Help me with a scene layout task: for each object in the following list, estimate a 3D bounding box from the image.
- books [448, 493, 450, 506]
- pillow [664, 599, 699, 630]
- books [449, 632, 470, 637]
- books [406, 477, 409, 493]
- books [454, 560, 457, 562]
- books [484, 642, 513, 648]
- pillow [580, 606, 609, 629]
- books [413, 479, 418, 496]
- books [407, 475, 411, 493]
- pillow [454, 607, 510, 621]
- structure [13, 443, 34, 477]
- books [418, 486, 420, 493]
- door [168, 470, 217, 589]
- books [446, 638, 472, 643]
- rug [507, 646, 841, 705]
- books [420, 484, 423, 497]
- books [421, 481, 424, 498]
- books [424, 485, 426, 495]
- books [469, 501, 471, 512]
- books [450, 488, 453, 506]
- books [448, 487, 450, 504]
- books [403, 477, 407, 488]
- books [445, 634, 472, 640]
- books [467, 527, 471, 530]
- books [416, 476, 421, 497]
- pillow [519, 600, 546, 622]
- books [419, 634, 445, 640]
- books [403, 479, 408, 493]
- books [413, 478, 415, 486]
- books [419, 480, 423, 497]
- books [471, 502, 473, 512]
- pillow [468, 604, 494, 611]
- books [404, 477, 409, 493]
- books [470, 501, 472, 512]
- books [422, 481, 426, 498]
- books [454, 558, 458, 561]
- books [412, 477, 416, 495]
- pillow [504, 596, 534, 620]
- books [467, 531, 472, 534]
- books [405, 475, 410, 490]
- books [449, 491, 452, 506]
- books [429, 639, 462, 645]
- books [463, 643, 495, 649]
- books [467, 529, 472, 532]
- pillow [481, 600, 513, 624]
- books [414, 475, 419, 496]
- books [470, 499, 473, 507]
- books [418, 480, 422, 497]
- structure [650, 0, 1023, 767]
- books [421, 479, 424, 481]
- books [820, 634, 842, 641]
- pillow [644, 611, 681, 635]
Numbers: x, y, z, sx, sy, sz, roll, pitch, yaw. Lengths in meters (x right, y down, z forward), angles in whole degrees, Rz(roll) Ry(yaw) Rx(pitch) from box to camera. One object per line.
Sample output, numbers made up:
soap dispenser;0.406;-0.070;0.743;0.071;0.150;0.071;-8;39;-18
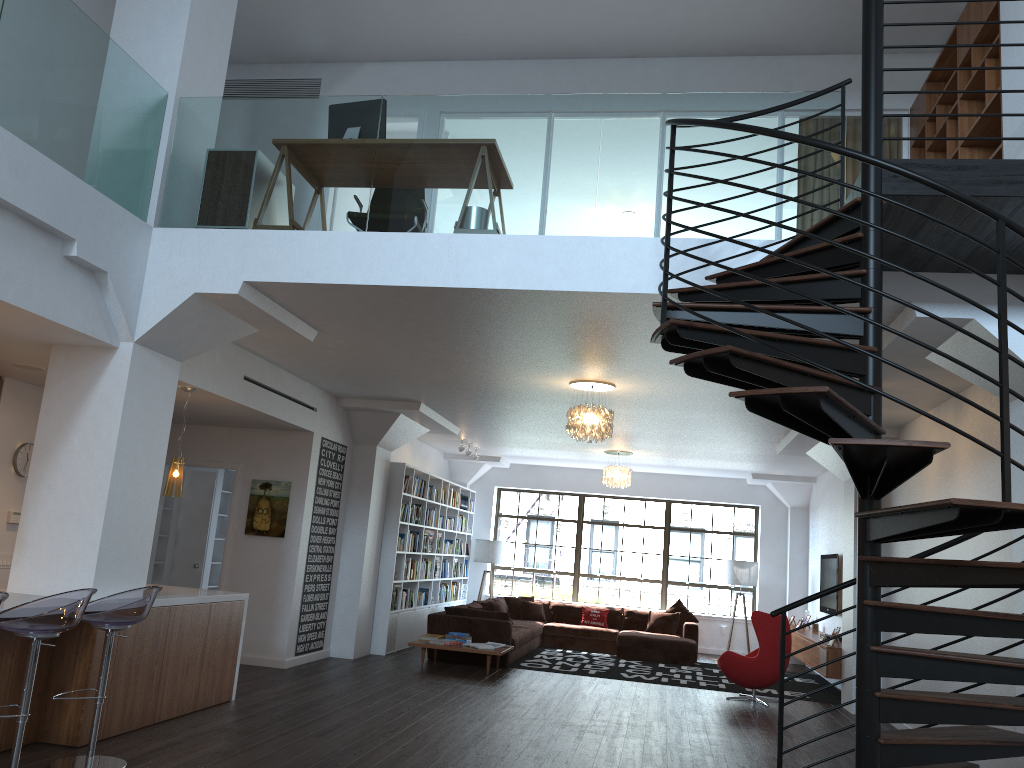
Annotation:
books;-1.065;1.824;14.059;0.144;0.207;0.048;3;-11;10
pillow;2.625;3.737;14.189;0.651;0.587;0.335;7;-11;-10
books;-0.643;3.060;10.841;0.224;0.027;0.157;2;-11;15
books;-1.457;1.342;11.770;0.161;0.222;0.084;3;-11;10
books;-1.035;2.917;14.631;0.223;0.031;0.161;3;-11;10
books;-0.182;3.136;10.675;0.256;0.035;0.350;-3;-13;35
pillow;1.341;3.780;14.352;0.465;0.308;0.220;4;-11;6
books;-1.399;1.408;12.129;0.174;0.242;0.105;3;-11;10
books;-1.450;1.342;11.845;0.170;0.251;0.118;3;-11;10
pillow;-0.370;3.053;11.318;0.750;0.364;0.289;3;-11;9
structure;-4.325;0.678;7.908;0.040;0.300;0.300;3;-11;10
books;-1.368;1.456;12.310;0.161;0.222;0.083;3;-11;10
door;-4.048;2.040;10.593;0.826;2.032;0.174;3;-11;10
books;-0.649;3.126;10.827;0.312;0.037;0.216;5;-11;0
rug;2.184;3.884;11.996;4.200;0.007;3.100;3;-11;12
books;-1.352;1.462;12.422;0.182;0.255;0.077;3;-11;10
books;-1.340;1.475;12.458;0.174;0.243;0.085;3;-11;10
books;-1.322;1.513;12.625;0.167;0.233;0.077;3;-11;10
books;-0.805;2.153;15.593;0.134;0.184;0.030;3;-11;10
books;-1.048;1.817;14.237;0.176;0.290;0.053;3;-11;10
books;-1.063;1.770;14.022;0.140;0.298;0.044;3;-11;10
books;-1.491;1.308;11.586;0.182;0.215;0.188;3;-11;10
books;-0.650;3.091;10.838;0.279;0.035;0.191;1;-12;20
books;-0.872;2.519;15.522;0.254;0.032;0.174;-6;-15;44
books;-1.382;1.414;12.281;0.197;0.290;0.136;3;-11;10
pillow;0.326;3.686;14.398;0.489;0.337;0.238;9;-12;-20
books;-0.971;3.094;10.827;0.241;0.045;0.334;3;-11;12
books;-1.485;1.329;11.674;0.167;0.210;0.162;3;-11;10
books;-1.419;1.386;12.037;0.159;0.248;0.089;3;-11;10
books;-1.350;1.455;12.375;0.182;0.253;0.098;3;-11;10
books;-0.775;2.178;15.731;0.139;0.191;0.036;3;-11;10
pillow;-0.360;3.063;11.590;0.269;0.411;0.559;12;-13;-33
books;-1.465;1.337;11.736;0.161;0.218;0.101;3;-11;10
books;-0.784;2.167;15.692;0.136;0.196;0.045;3;-11;10
books;-1.324;1.490;12.559;0.182;0.255;0.077;3;-11;10
books;-1.032;2.889;14.645;0.224;0.030;0.161;1;-12;20
books;-1.411;1.393;12.079;0.170;0.251;0.118;3;-11;10
pillow;0.156;3.678;14.529;0.580;0.418;0.334;8;-11;-16
books;-0.879;2.585;15.515;0.284;0.035;0.197;-4;-14;40
books;-1.459;1.335;11.803;0.159;0.248;0.089;3;-11;10
books;-1.061;1.822;14.152;0.171;0.246;0.057;3;-11;10
books;-0.785;3.043;10.451;0.236;0.035;0.340;-3;-13;35
books;-0.391;3.059;10.370;0.231;0.040;0.342;14;-14;-39
books;-0.876;2.552;15.521;0.284;0.033;0.197;0;-12;25
pillow;-0.232;3.365;12.984;0.325;0.391;0.625;-1;-12;26
books;-1.388;1.401;12.220;0.176;0.293;0.125;3;-11;10
books;-0.771;2.166;15.774;0.140;0.231;0.042;3;-11;10
books;-1.358;1.450;12.343;0.159;0.248;0.089;3;-11;10
structure;1.626;0.084;4.024;1.998;4.352;1.998;11;-12;-28
books;-1.353;1.474;12.517;0.180;0.265;0.103;3;-11;10
books;4.175;3.306;11.546;0.250;0.053;0.400;3;-11;10
pillow;2.388;3.775;14.051;0.542;0.362;0.248;-2;-13;31
